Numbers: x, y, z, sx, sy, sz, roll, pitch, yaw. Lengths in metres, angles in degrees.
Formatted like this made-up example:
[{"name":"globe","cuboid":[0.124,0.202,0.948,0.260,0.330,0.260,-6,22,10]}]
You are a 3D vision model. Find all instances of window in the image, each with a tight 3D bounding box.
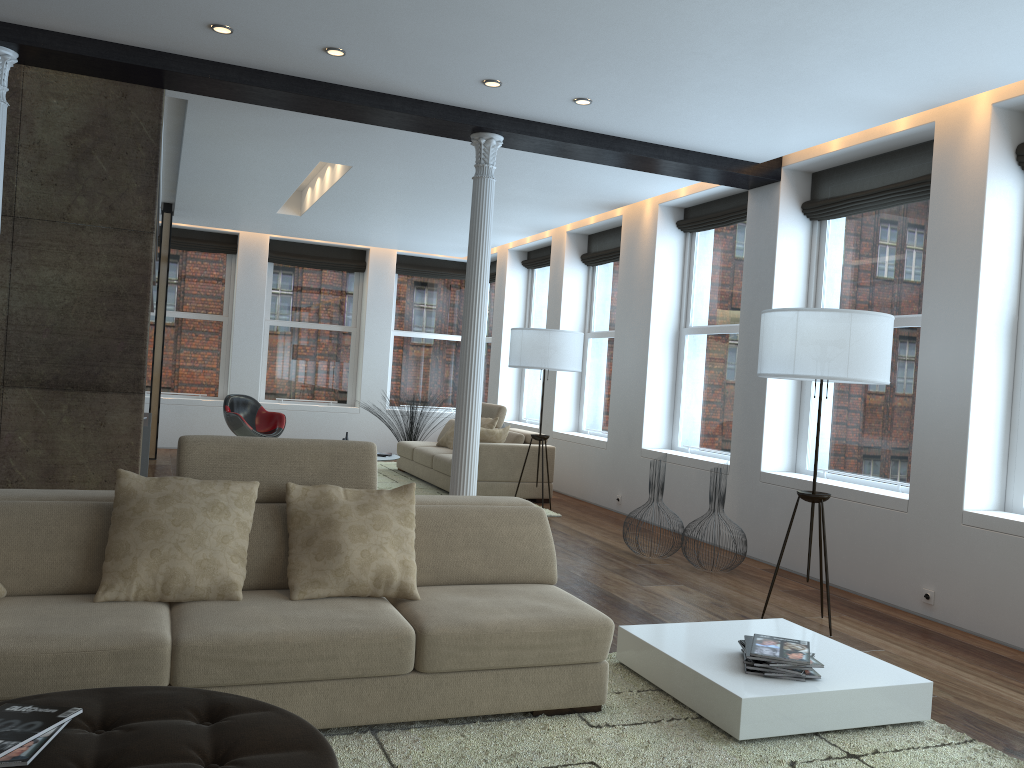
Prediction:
[{"name":"window","cuboid":[1.117,-0.528,9.827,0.123,2.400,1.345,4,0,-22]},{"name":"window","cuboid":[3.152,0.152,21.189,34.761,17.917,13.698,4,0,-22]},{"name":"window","cuboid":[1.886,-0.465,7.908,0.123,2.400,1.391,4,0,-22]},{"name":"window","cuboid":[0.450,-0.584,11.492,0.123,2.400,1.444,4,0,-22]},{"name":"window","cuboid":[-4.611,-0.933,12.252,1.420,2.400,0.123,4,0,-22]},{"name":"window","cuboid":[-2.926,-0.822,12.930,1.420,2.400,0.123,4,0,-22]},{"name":"window","cuboid":[2.559,-0.409,6.227,0.123,2.400,1.432,4,0,-22]},{"name":"window","cuboid":[-1.213,-0.709,13.612,1.474,2.400,0.123,4,0,-22]},{"name":"window","cuboid":[3.242,-0.353,4.523,0.123,2.400,1.442,4,0,-22]}]

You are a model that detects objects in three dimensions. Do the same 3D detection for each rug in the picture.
[{"name":"rug","cuboid":[-1.706,1.074,9.654,2.972,0.020,4.231,4,0,-22]},{"name":"rug","cuboid":[-0.117,1.226,2.262,4.231,0.020,2.972,4,0,-22]}]

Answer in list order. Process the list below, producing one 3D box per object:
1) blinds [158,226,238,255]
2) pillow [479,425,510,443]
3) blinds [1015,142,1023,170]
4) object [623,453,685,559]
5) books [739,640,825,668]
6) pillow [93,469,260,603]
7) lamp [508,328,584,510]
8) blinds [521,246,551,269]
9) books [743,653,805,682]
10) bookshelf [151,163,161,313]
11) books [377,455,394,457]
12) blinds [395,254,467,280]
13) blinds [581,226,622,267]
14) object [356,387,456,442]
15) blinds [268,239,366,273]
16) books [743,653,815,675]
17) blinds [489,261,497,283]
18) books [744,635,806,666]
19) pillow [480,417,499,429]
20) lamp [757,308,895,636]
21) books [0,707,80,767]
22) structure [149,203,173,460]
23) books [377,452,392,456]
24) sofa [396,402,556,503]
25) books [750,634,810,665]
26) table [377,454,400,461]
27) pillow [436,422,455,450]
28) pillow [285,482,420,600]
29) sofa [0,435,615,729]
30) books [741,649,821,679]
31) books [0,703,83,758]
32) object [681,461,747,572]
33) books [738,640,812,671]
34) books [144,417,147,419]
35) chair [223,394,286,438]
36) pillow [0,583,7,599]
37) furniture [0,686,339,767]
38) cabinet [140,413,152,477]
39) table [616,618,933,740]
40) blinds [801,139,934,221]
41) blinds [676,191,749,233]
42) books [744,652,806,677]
[{"name":"blinds","cuboid":[-4.499,-1.985,12.160,1.412,0.307,0.156,4,0,-22]},{"name":"pillow","cuboid":[-0.320,0.598,9.079,0.518,0.393,0.395,4,0,-25]},{"name":"blinds","cuboid":[3.253,-1.362,4.492,0.156,0.424,1.439,4,0,-22]},{"name":"object","cuboid":[1.075,0.901,6.651,0.458,0.781,0.458,4,0,-23]},{"name":"books","cuboid":[1.061,1.066,3.509,0.220,0.010,0.300,4,0,-7]},{"name":"pillow","cuboid":[-1.204,0.550,3.235,0.534,0.439,0.301,4,0,-18]},{"name":"lamp","cuboid":[0.278,0.357,8.442,0.698,1.728,0.698,4,0,2]},{"name":"blinds","cuboid":[0.466,-1.659,11.461,0.156,0.275,1.442,4,0,-22]},{"name":"books","cuboid":[1.034,1.112,3.515,0.220,0.010,0.300,4,0,13]},{"name":"bookshelf","cuboid":[-3.481,-1.250,8.148,0.400,0.942,4.804,4,0,-22]},{"name":"books","cuboid":[-1.344,0.697,8.741,0.300,0.010,0.220,4,0,13]},{"name":"blinds","cuboid":[-1.123,-1.761,13.520,1.442,0.312,0.155,4,0,-22]},{"name":"blinds","cuboid":[1.128,-1.545,9.798,0.156,0.393,1.342,4,0,-22]},{"name":"object","cuboid":[-1.361,0.570,11.707,1.119,1.014,1.125,4,0,-35]},{"name":"blinds","cuboid":[-2.821,-1.847,12.837,1.422,0.363,0.156,4,0,-22]},{"name":"books","cuboid":[1.060,1.085,3.509,0.220,0.010,0.300,4,0,28]},{"name":"blinds","cuboid":[-0.210,-1.689,13.146,0.156,0.327,1.377,4,0,-22]},{"name":"books","cuboid":[1.038,1.054,3.514,0.220,0.010,0.300,4,0,13]},{"name":"pillow","cuboid":[-0.380,0.568,9.873,0.301,0.439,0.534,4,0,-25]},{"name":"lamp","cuboid":[1.686,0.475,4.927,0.698,1.728,0.698,4,0,2]},{"name":"books","cuboid":[-1.137,0.793,1.986,0.219,0.031,0.300,4,0,-7]},{"name":"structure","cuboid":[-4.294,-0.632,10.803,0.120,3.059,0.600,4,0,-22]},{"name":"books","cuboid":[-1.338,0.687,8.766,0.300,0.010,0.220,4,0,-7]},{"name":"sofa","cuboid":[-0.495,0.688,10.105,1.018,0.950,2.581,4,0,-22]},{"name":"books","cuboid":[1.063,1.046,3.509,0.220,0.010,0.300,4,0,18]},{"name":"table","cuboid":[-1.618,0.880,8.653,1.022,0.393,1.022,4,0,22]},{"name":"pillow","cuboid":[-0.625,0.558,10.448,0.368,0.416,0.519,4,0,-26]},{"name":"pillow","cuboid":[-0.621,0.599,3.457,0.519,0.416,0.368,4,0,-17]},{"name":"sofa","cuboid":[-0.972,0.695,3.318,2.581,0.950,1.021,4,0,-22]},{"name":"books","cuboid":[1.059,1.104,3.509,0.220,0.010,0.300,4,0,-2]},{"name":"books","cuboid":[-1.162,0.784,1.991,0.220,0.040,0.301,4,0,13]},{"name":"object","cuboid":[1.450,0.928,6.300,0.458,0.781,0.458,4,0,-23]},{"name":"books","cuboid":[1.036,1.073,3.515,0.220,0.010,0.300,4,0,3]},{"name":"books","cuboid":[-3.826,0.332,8.840,0.300,0.010,0.220,4,0,-7]},{"name":"chair","cuboid":[-3.150,0.552,10.827,0.810,0.818,0.669,4,0,-42]},{"name":"pillow","cuboid":[-1.821,0.533,2.731,0.395,0.393,0.518,4,0,-18]},{"name":"furniture","cuboid":[-0.912,0.987,1.911,1.057,0.355,1.057,4,0,-20]},{"name":"cabinet","cuboid":[-3.841,0.638,8.803,0.450,0.603,2.000,4,0,-22]},{"name":"table","cuboid":[1.051,1.202,3.701,0.900,0.170,0.900,4,0,-22]},{"name":"blinds","cuboid":[2.556,-1.425,6.192,0.183,0.395,1.431,4,0,-22]},{"name":"blinds","cuboid":[1.901,-1.540,7.879,0.156,0.275,1.396,4,0,-22]},{"name":"books","cuboid":[1.035,1.093,3.515,0.220,0.010,0.300,4,0,13]}]
